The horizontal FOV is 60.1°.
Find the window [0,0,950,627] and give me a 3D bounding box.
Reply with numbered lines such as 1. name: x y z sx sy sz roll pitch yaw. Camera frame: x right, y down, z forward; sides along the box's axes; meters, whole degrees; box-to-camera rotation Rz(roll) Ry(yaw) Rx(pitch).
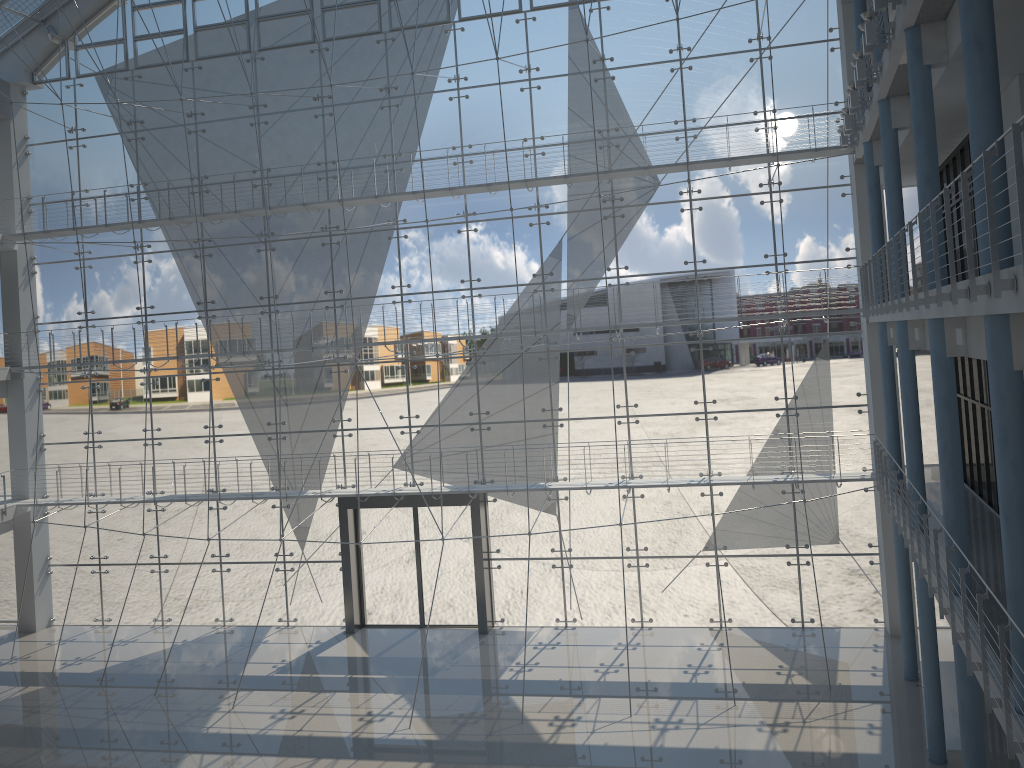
1. window: -0.469 -0.495 3.277 3.844 2.778 0.010 -4 -1 12
